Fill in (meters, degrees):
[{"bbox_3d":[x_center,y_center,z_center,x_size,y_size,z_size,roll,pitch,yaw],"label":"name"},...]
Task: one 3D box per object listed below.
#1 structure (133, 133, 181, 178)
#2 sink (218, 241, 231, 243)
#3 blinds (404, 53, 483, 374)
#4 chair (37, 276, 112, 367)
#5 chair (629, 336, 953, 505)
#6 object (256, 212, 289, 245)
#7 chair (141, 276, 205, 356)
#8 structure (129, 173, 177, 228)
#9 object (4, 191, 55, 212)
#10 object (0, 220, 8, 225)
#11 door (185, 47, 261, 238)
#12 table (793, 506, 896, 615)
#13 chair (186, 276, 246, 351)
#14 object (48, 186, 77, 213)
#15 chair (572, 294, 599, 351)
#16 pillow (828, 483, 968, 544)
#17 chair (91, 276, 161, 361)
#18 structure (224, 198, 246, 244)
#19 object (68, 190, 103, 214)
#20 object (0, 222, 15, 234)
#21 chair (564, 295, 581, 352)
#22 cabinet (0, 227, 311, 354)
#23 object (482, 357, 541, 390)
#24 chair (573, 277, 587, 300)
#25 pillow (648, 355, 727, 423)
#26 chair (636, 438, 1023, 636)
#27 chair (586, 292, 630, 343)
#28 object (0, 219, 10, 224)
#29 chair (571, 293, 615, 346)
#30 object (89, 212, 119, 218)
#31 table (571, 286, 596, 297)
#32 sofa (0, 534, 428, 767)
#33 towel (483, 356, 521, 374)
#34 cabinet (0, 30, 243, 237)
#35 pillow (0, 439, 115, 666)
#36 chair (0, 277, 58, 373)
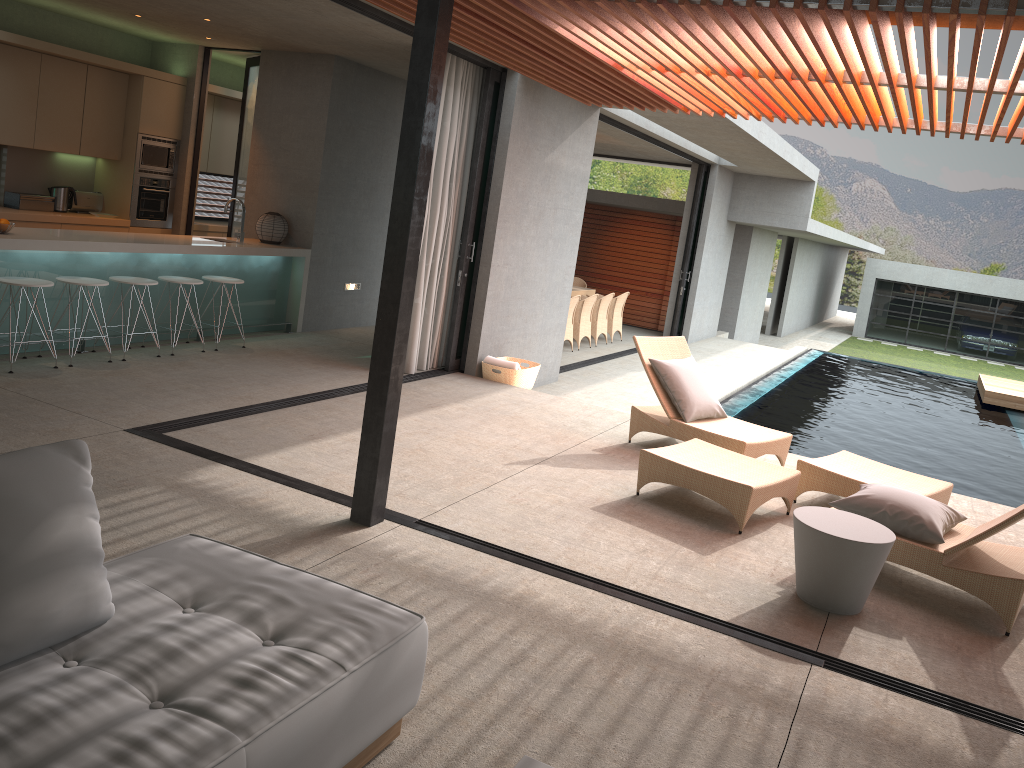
[{"bbox_3d":[-4.189,-2.609,10.050,0.463,0.433,0.599,13,10,24],"label":"structure"},{"bbox_3d":[-2.930,-1.359,8.942,0.376,0.133,0.376,13,12,24],"label":"sink"},{"bbox_3d":[-0.707,-1.567,8.266,0.231,2.906,0.889,11,7,21],"label":"blinds"},{"bbox_3d":[-3.338,-0.492,6.811,0.384,0.618,0.383,12,9,25],"label":"chair"},{"bbox_3d":[1.911,0.284,6.402,0.700,0.819,2.321,0,14,-45],"label":"chair"},{"bbox_3d":[-2.560,-1.667,9.433,0.341,0.331,0.342,11,9,16],"label":"object"},{"bbox_3d":[-2.914,-0.604,7.690,0.384,0.618,0.383,12,9,25],"label":"chair"},{"bbox_3d":[-4.247,-2.110,10.100,0.500,0.574,0.599,12,10,24],"label":"structure"},{"bbox_3d":[-5.018,-1.896,9.197,0.242,0.158,0.402,13,11,24],"label":"object"},{"bbox_3d":[-3.820,-1.184,6.627,0.087,0.086,0.087,11,9,15],"label":"object"},{"bbox_3d":[-2.583,-0.374,4.590,5.769,4.427,15.519,8,11,-3],"label":"door"},{"bbox_3d":[1.584,0.871,4.318,0.475,0.389,0.480,10,9,6],"label":"table"},{"bbox_3d":[-2.695,-0.662,8.145,0.384,0.618,0.383,12,9,25],"label":"chair"},{"bbox_3d":[-4.830,-1.988,9.478,0.178,0.282,0.279,13,10,30],"label":"object"},{"bbox_3d":[0.939,-1.000,13.444,0.634,0.855,0.620,12,9,25],"label":"chair"},{"bbox_3d":[2.122,0.683,4.844,0.599,0.192,0.596,16,13,35],"label":"pillow"},{"bbox_3d":[-3.129,-0.547,7.242,0.384,0.618,0.383,12,9,25],"label":"chair"},{"bbox_3d":[-2.795,-1.638,8.842,0.260,0.437,0.097,12,8,25],"label":"structure"},{"bbox_3d":[-4.737,-2.016,9.784,0.151,0.245,0.391,12,10,24],"label":"object"},{"bbox_3d":[-3.911,-1.182,6.634,0.317,0.081,0.317,13,12,24],"label":"object"},{"bbox_3d":[0.617,-0.916,12.780,0.634,0.855,0.620,12,9,25],"label":"chair"},{"bbox_3d":[-3.461,-0.849,7.807,0.805,0.889,4.144,12,12,24],"label":"cabinet"},{"bbox_3d":[-0.023,-0.062,8.822,0.449,0.297,0.683,13,11,24],"label":"object"},{"bbox_3d":[0.991,-1.522,16.107,0.621,0.855,0.633,12,9,25],"label":"chair"},{"bbox_3d":[1.383,0.032,6.921,0.432,0.423,0.608,17,13,42],"label":"pillow"},{"bbox_3d":[1.902,0.546,5.080,2.319,0.819,0.700,17,12,39],"label":"chair"},{"bbox_3d":[1.583,-1.169,14.773,0.634,0.855,0.620,12,9,25],"label":"chair"},{"bbox_3d":[-3.863,-1.208,6.707,0.094,0.093,0.095,11,9,13],"label":"object"},{"bbox_3d":[1.261,-1.085,14.109,0.634,0.855,0.620,12,9,25],"label":"chair"},{"bbox_3d":[-4.475,-1.849,9.692,0.309,0.034,0.314,7,11,-7],"label":"object"},{"bbox_3d":[0.125,-1.226,14.237,1.288,0.749,3.275,13,12,24],"label":"table"},{"bbox_3d":[-1.028,0.701,2.174,1.019,0.725,1.605,13,11,24],"label":"sofa"},{"bbox_3d":[-0.076,-0.099,8.679,0.371,0.309,0.311,13,10,25],"label":"towel"},{"bbox_3d":[-4.309,-1.983,8.609,1.978,2.539,7.511,12,11,24],"label":"cabinet"},{"bbox_3d":[-1.236,0.422,2.195,0.268,0.478,0.494,12,10,25],"label":"pillow"},{"bbox_3d":[-3.544,-0.438,6.386,0.384,0.618,0.383,12,9,25],"label":"chair"}]
